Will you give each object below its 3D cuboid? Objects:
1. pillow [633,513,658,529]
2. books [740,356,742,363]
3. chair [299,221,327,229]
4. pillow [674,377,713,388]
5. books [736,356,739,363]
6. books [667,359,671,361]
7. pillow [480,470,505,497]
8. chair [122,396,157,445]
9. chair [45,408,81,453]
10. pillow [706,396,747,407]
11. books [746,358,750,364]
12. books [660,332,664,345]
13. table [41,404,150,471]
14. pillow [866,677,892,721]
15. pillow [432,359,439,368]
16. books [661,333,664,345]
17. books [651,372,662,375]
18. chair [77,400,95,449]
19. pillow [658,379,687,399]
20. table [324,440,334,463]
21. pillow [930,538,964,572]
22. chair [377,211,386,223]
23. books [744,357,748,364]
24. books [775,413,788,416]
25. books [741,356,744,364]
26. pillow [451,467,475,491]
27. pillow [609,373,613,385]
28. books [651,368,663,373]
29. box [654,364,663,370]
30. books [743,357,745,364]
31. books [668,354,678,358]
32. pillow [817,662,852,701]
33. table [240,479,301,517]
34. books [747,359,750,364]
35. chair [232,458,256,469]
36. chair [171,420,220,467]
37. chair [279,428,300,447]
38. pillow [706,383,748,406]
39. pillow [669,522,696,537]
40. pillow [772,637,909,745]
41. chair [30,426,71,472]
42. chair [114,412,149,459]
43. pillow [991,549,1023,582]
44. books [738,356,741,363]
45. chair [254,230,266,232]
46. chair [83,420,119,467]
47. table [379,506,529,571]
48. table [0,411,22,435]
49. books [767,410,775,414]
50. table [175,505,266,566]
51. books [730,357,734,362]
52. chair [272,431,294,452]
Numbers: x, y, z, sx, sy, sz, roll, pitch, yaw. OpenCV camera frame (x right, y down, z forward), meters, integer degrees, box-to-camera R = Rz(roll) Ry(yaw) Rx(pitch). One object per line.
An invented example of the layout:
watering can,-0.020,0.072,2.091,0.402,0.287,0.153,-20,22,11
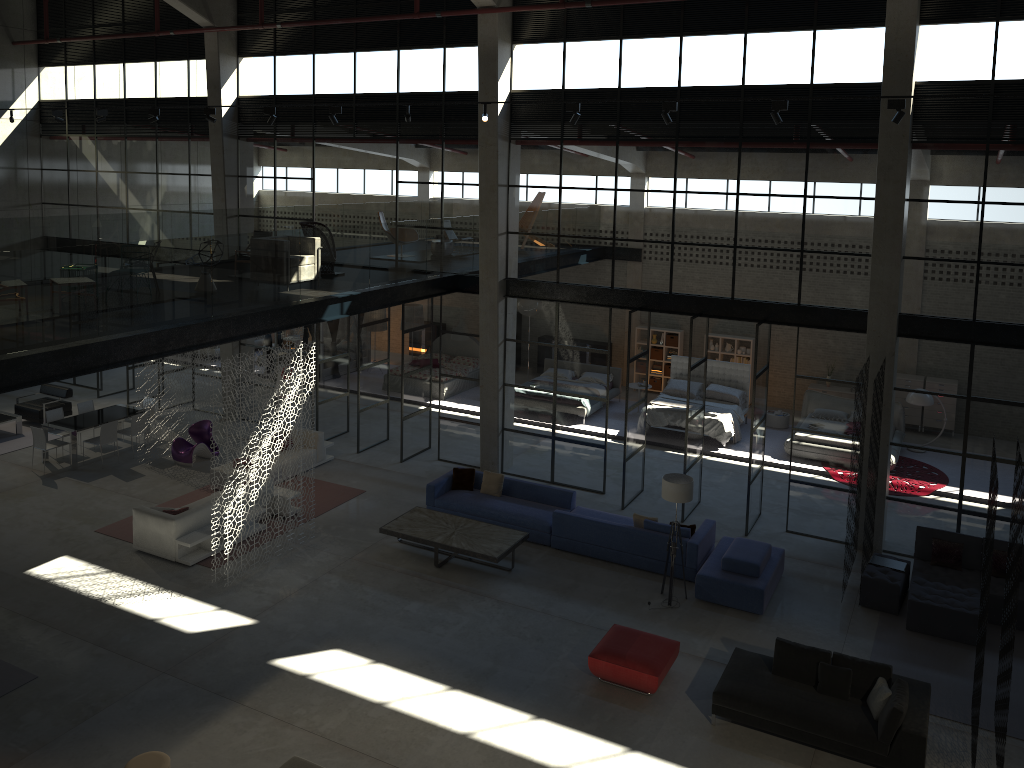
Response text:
pillow,2.045,2.173,13.379,0.404,0.375,0.210,7,9,28
books,5.891,-0.548,22.488,0.065,0.329,0.256,5,9,27
chair,-3.715,-2.603,16.780,0.687,0.971,0.844,1,9,-3
pillow,4.256,0.083,20.881,1.059,0.317,0.497,8,13,27
books,5.807,-0.555,22.512,0.069,0.329,0.256,5,9,27
books,4.285,-0.661,23.324,0.258,0.070,0.217,8,15,27
pillow,-0.337,1.710,15.017,0.404,0.375,0.210,7,9,28
chair,-7.870,0.768,18.564,0.422,0.857,0.553,5,9,27
chair,-9.013,0.976,17.615,0.548,0.857,0.426,6,9,27
pillow,4.940,0.289,20.388,0.965,0.325,0.727,8,14,28
books,6.022,-0.502,22.402,0.027,0.283,0.256,4,10,27
books,4.033,-1.222,23.422,0.087,0.315,0.256,5,10,27
table,-8.345,1.035,17.667,0.906,0.744,1.833,7,14,26
pillow,3.827,3.268,9.118,0.208,0.310,0.348,2,10,6
pillow,-2.284,-0.554,23.111,0.876,0.209,0.645,3,13,6
books,4.063,-1.218,23.407,0.087,0.315,0.256,5,10,27
books,3.915,-0.308,23.565,0.311,0.054,0.234,8,15,27
chair,-8.689,0.831,18.233,0.548,0.857,0.426,6,9,27
pillow,4.030,0.135,20.655,1.033,0.367,0.676,9,14,30
table,-4.042,1.325,17.703,0.906,0.364,0.305,8,11,27
pillow,6.221,2.437,12.543,0.416,0.339,0.239,7,10,28
chair,-2.574,-3.482,20.358,0.980,1.011,0.803,-5,11,-34
books,5.978,-0.528,22.423,0.036,0.327,0.256,4,9,27
books,6.256,0.692,20.373,0.230,0.046,0.305,10,16,32
books,5.912,-0.544,22.457,0.056,0.336,0.256,4,9,27
pillow,-0.841,1.649,15.231,0.398,0.365,0.264,2,9,6
pillow,1.602,-0.179,22.347,1.939,0.308,0.557,8,14,27
books,3.916,-0.363,23.560,0.284,0.054,0.234,8,15,27
box,3.926,-0.447,23.570,0.214,0.107,0.133,8,12,27
books,5.952,-0.528,22.437,0.020,0.314,0.256,4,9,27
books,4.287,-0.738,23.316,0.258,0.046,0.217,8,15,27
pillow,3.468,3.187,9.431,0.344,0.302,0.190,6,9,25
table,-4.193,1.971,15.079,1.208,0.364,0.305,8,11,27
books,6.039,-0.489,22.385,0.022,0.270,0.256,4,10,27
chair,-4.902,1.437,16.050,0.415,0.106,0.415,-3,14,-16
chair,-6.273,1.154,17.405,0.659,0.736,0.809,6,11,27
chair,-4.378,1.077,17.254,0.382,0.332,0.258,-4,11,-29
pillow,4.902,0.210,20.314,0.985,0.287,0.703,9,15,29
pillow,2.549,2.242,13.166,0.398,0.365,0.264,2,9,6
pillow,3.610,3.181,9.397,0.746,0.411,1.610,-6,15,-32
chair,-8.816,1.193,16.758,0.422,0.857,0.553,5,9,27
chair,-7.674,0.985,17.708,0.548,0.857,0.426,6,9,27
pillow,6.887,2.525,12.207,0.408,0.371,0.195,7,9,27
books,5.847,-0.549,22.491,0.059,0.329,0.256,5,9,27
chair,-4.753,-2.419,16.274,0.522,0.811,0.565,6,10,27
chair,-7.998,1.130,17.090,0.548,0.857,0.426,6,9,27
table,-0.888,2.438,13.453,2.076,0.392,1.044,8,15,27
table,-11.304,1.007,18.201,0.906,0.400,1.833,8,15,26
books,6.061,0.659,20.532,0.135,0.020,0.196,8,15,26
table,-4.472,2.337,13.578,0.302,0.362,1.596,6,14,26
books,5.626,-0.542,22.552,0.089,0.271,0.189,5,9,27
chair,-4.451,1.123,17.064,0.412,0.330,0.260,-5,11,-29
